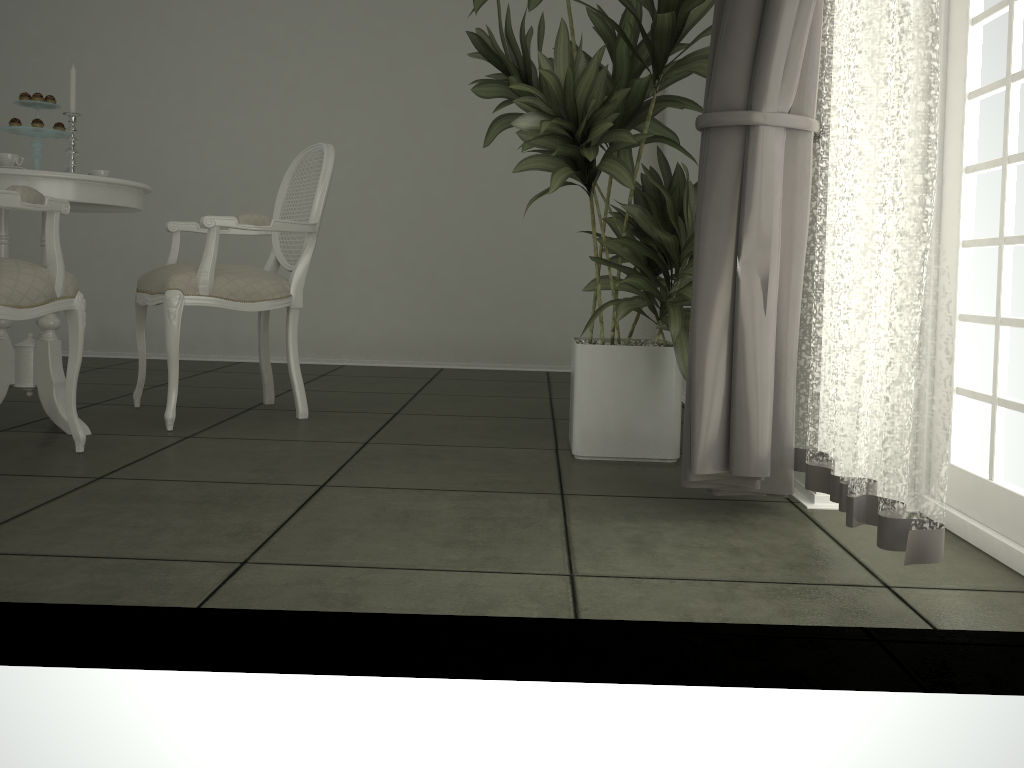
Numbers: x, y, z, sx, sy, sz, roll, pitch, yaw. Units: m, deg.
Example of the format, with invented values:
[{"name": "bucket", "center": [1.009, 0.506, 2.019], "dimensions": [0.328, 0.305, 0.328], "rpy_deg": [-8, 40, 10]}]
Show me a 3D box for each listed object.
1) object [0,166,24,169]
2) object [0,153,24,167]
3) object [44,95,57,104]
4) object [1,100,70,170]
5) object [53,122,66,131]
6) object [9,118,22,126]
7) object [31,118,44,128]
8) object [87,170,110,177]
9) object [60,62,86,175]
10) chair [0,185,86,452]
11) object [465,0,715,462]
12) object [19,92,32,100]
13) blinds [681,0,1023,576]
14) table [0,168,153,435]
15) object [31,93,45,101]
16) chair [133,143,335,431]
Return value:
[{"name": "object", "center": [-1.551, -0.656, 2.712], "dimensions": [0.118, 0.016, 0.119], "rpy_deg": [1, 7, -8]}, {"name": "object", "center": [-1.544, -0.680, 2.707], "dimensions": [0.078, 0.049, 0.062], "rpy_deg": [5, 6, 34]}, {"name": "object", "center": [-1.525, -0.938, 2.916], "dimensions": [0.039, 0.032, 0.039], "rpy_deg": [4, 5, 22]}, {"name": "object", "center": [-1.570, -0.801, 2.921], "dimensions": [0.211, 0.248, 0.211], "rpy_deg": [4, 5, 34]}, {"name": "object", "center": [-1.496, -0.849, 2.917], "dimensions": [0.039, 0.032, 0.039], "rpy_deg": [6, 7, 42]}, {"name": "object", "center": [-1.607, -0.845, 2.857], "dimensions": [0.039, 0.032, 0.040], "rpy_deg": [-2, 6, -37]}, {"name": "object", "center": [-1.534, -0.842, 2.855], "dimensions": [0.039, 0.032, 0.039], "rpy_deg": [4, 5, 22]}, {"name": "object", "center": [-1.456, -0.726, 3.107], "dimensions": [0.078, 0.049, 0.063], "rpy_deg": [0, 5, -19]}, {"name": "object", "center": [-1.396, -0.840, 2.805], "dimensions": [0.087, 0.363, 0.088], "rpy_deg": [1, 2, -21]}, {"name": "chair", "center": [-1.545, -0.298, 2.289], "dimensions": [0.595, 1.060, 0.693], "rpy_deg": [2, 3, 2]}, {"name": "object", "center": [0.352, -0.832, 2.853], "dimensions": [1.041, 2.090, 1.165], "rpy_deg": [3, 3, 19]}, {"name": "object", "center": [-1.588, -0.936, 2.882], "dimensions": [0.039, 0.032, 0.039], "rpy_deg": [2, 5, 7]}, {"name": "blinds", "center": [0.726, -0.811, 0.681], "dimensions": [0.660, 2.591, 3.682], "rpy_deg": [2, 5, 1]}, {"name": "table", "center": [-1.606, -0.266, 2.948], "dimensions": [0.740, 0.827, 0.744], "rpy_deg": [2, 4, -2]}, {"name": "object", "center": [-1.547, -0.935, 2.881], "dimensions": [0.039, 0.032, 0.039], "rpy_deg": [-3, 7, -42]}, {"name": "chair", "center": [-1.045, -0.415, 3.363], "dimensions": [0.690, 1.060, 0.597], "rpy_deg": [0, 4, -33]}]
